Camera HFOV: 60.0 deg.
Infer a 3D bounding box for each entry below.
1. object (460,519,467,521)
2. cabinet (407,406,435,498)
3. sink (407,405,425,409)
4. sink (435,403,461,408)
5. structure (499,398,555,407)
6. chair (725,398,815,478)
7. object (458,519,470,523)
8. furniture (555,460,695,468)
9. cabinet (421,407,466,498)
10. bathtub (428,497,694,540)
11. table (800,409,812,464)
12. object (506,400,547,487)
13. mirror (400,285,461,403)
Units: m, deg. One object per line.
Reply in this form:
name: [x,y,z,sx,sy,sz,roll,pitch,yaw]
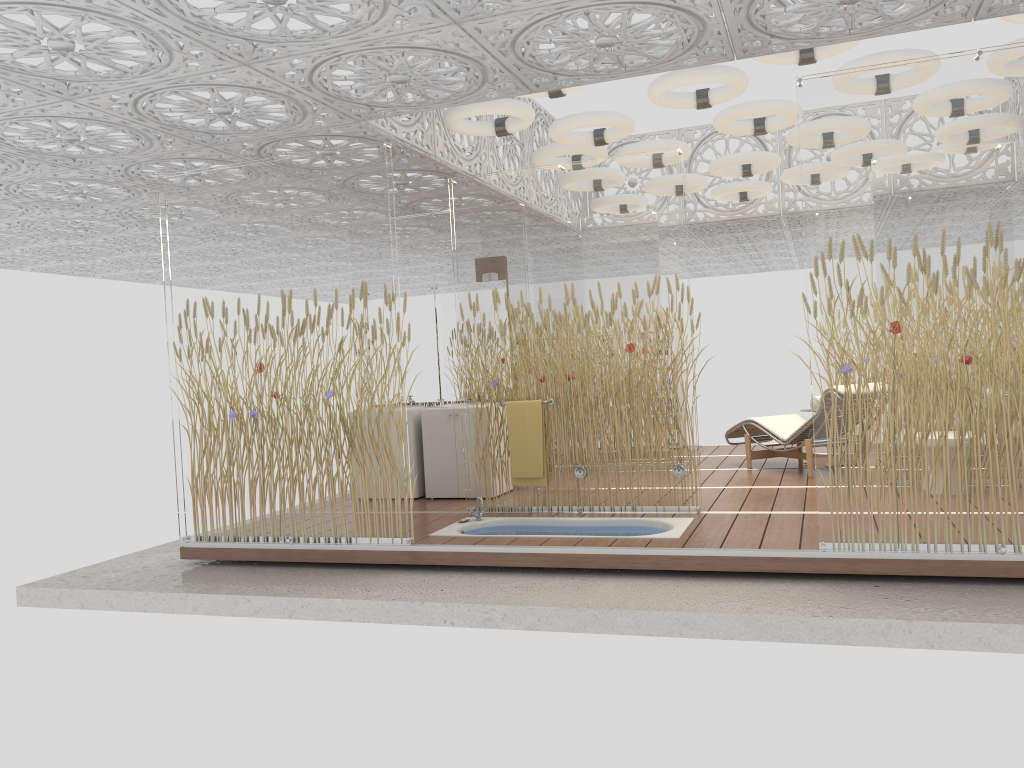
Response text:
object: [-0.351,0.996,6.492,0.035,0.016,0.066,-3,1,29]
cabinet: [-1.069,0.621,8.176,0.643,0.782,0.549,-3,1,19]
sink: [-1.086,0.253,8.186,0.573,0.266,0.499,-3,1,17]
sink: [-0.409,0.219,7.948,0.573,0.266,0.499,-3,1,22]
structure: [0.099,0.142,6.692,0.442,0.047,0.078,-3,1,19]
chair: [2.747,0.407,8.372,0.635,0.811,1.787,-4,1,-21]
object: [-0.352,1.002,6.492,0.065,0.011,0.108,-3,1,29]
furniture: [0.801,0.572,6.339,0.977,0.014,0.178,-3,1,19]
cabinet: [-0.391,0.587,7.938,0.643,0.782,0.549,-3,1,19]
bathtub: [0.351,1.092,6.082,1.700,0.582,0.700,-3,1,19]
table: [3.114,0.507,8.620,0.420,0.535,0.420,-3,1,-11]
object: [0.109,0.450,6.672,0.283,0.656,0.042,-3,1,19]
mirror: [-0.692,-0.374,8.300,1.422,1.081,0.009,-3,1,19]
